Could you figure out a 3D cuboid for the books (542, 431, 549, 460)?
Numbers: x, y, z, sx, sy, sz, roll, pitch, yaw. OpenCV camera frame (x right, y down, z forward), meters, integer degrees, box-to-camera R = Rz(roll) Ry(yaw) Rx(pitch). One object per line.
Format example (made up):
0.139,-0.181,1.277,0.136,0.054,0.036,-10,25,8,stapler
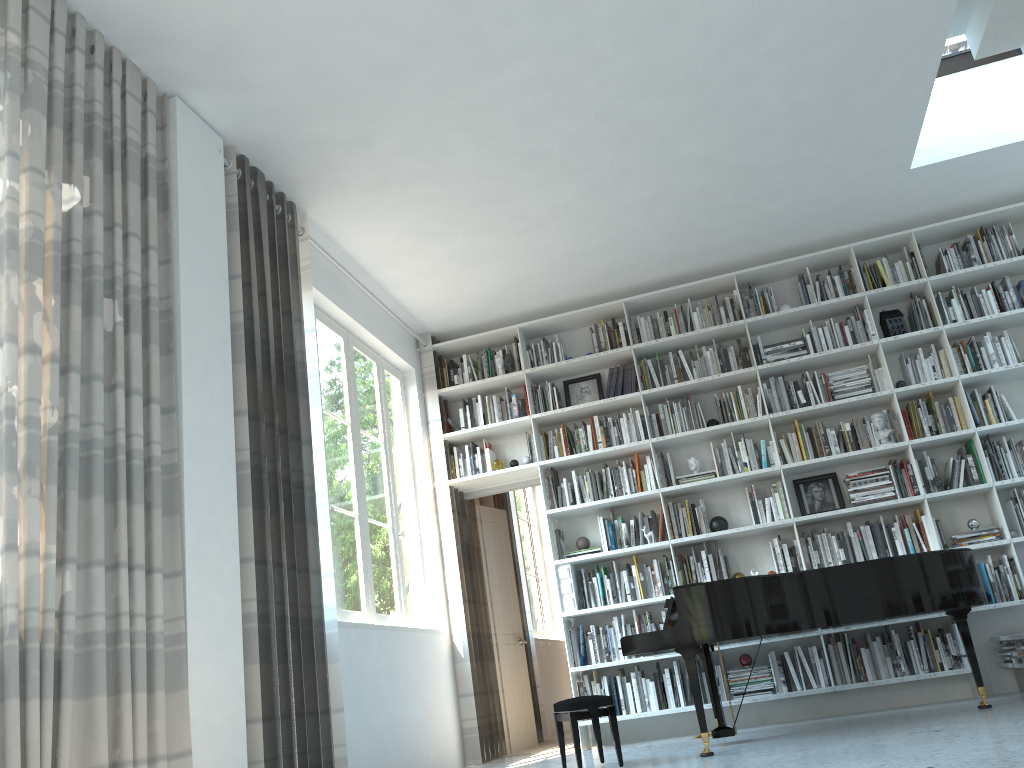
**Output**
0.274,0.502,6.785,0.012,0.262,0.181,-13,-19,12,books

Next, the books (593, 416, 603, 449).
0.670,0.398,6.688,0.030,0.284,0.185,-13,-19,12,books

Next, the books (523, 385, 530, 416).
0.136,0.168,6.935,0.014,0.293,0.173,-13,-19,12,books

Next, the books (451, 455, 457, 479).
-0.430,0.683,6.941,0.013,0.221,0.163,-13,-19,12,books

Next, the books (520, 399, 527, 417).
0.111,0.225,6.924,0.026,0.187,0.154,-13,-19,12,books

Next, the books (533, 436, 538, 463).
0.213,0.526,6.768,0.021,0.224,0.232,-13,-19,12,books

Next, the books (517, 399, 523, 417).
0.088,0.231,6.945,0.029,0.195,0.146,-13,-19,12,books

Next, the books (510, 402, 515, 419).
0.030,0.248,6.949,0.031,0.182,0.151,-13,-19,12,books

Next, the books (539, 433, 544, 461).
0.247,0.519,6.807,0.012,0.253,0.161,-13,-19,12,books

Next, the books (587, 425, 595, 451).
0.606,0.443,6.716,0.047,0.237,0.163,-13,-19,12,books

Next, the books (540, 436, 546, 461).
0.262,0.523,6.792,0.022,0.231,0.151,-13,-19,12,books

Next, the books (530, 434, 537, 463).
0.184,0.529,6.832,0.044,0.268,0.134,-13,-19,12,books

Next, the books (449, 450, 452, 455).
-0.461,0.661,6.944,0.011,0.271,0.189,-13,-19,12,books

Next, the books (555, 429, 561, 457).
0.371,0.484,6.771,0.010,0.262,0.151,-13,-19,12,books

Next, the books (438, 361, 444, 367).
-0.575,-0.032,7.202,0.012,0.306,0.181,-13,-19,12,books

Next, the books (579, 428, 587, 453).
0.555,0.461,6.716,0.031,0.216,0.173,-13,-19,12,books

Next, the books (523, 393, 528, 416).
0.130,0.202,6.940,0.014,0.235,0.144,-13,-19,12,books

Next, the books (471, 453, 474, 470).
-0.274,0.656,6.907,0.011,0.205,0.163,-13,-19,12,books

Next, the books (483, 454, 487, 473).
-0.183,0.649,6.903,0.029,0.190,0.135,-13,-19,12,books

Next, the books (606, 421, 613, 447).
0.749,0.411,6.675,0.013,0.231,0.172,-13,-19,12,books

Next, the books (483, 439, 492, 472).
-0.176,0.589,6.897,0.013,0.297,0.179,-13,-19,12,books

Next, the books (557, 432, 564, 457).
0.391,0.493,6.757,0.030,0.229,0.172,-13,-19,12,books

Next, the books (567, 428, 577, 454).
0.471,0.469,6.751,0.047,0.249,0.134,-13,-19,12,books

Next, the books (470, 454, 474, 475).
-0.285,0.662,6.932,0.023,0.213,0.141,-13,-19,12,books

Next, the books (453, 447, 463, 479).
-0.405,0.648,6.944,0.023,0.280,0.171,-13,-19,12,books

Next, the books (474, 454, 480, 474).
-0.245,0.655,6.895,0.024,0.192,0.181,-13,-19,12,books

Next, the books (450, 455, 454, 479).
-0.443,0.682,6.944,0.013,0.227,0.179,-13,-19,12,books

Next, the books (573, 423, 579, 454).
0.509,0.447,6.747,0.012,0.276,0.151,-13,-19,12,books

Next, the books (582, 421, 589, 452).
0.574,0.432,6.724,0.014,0.271,0.181,-13,-19,12,books

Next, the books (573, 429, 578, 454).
0.502,0.473,6.746,0.012,0.229,0.150,-13,-19,12,books

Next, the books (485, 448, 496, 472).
-0.154,0.621,6.866,0.029,0.210,0.187,-13,-19,12,books

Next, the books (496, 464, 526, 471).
0.019,0.662,6.826,0.285,0.012,0.160,-13,-20,14,books

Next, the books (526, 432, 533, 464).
0.150,0.522,6.821,0.012,0.284,0.160,-13,-19,12,books

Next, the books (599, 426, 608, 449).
0.703,0.433,6.664,0.029,0.194,0.192,-13,-19,12,books

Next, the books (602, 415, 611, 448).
0.730,0.393,6.698,0.025,0.285,0.161,-13,-19,12,books

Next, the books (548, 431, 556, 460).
0.314,0.501,6.791,0.062,0.257,0.153,-13,-19,12,books

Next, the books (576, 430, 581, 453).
0.523,0.468,6.723,0.014,0.217,0.164,-13,-19,12,books

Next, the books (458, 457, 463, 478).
-0.372,0.684,6.932,0.029,0.196,0.161,-13,-19,12,books

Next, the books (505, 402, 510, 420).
-0.008,0.253,6.969,0.029,0.197,0.144,-13,-19,12,books

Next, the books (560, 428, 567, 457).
0.411,0.477,6.755,0.014,0.251,0.187,-13,-19,12,books

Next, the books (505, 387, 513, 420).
-0.003,0.192,6.959,0.012,0.302,0.189,-13,-19,12,books

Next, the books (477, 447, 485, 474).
-0.222,0.622,6.878,0.021,0.236,0.189,-13,-19,12,books

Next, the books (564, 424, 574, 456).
0.437,0.457,6.745,0.011,0.276,0.164,-13,-19,12,books

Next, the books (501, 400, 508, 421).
-0.038,0.250,6.970,0.028,0.211,0.139,-13,-19,12,books

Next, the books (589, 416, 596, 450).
0.632,0.406,6.723,0.014,0.302,0.152,-13,-19,12,books

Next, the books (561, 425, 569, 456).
0.425,0.462,6.759,0.020,0.280,0.165,-13,-19,12,books

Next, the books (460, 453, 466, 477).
-0.358,0.667,6.924,0.010,0.219,0.182,-13,-19,12,books

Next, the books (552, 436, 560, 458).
0.354,0.514,6.749,0.026,0.194,0.176,-13,-19,12,books

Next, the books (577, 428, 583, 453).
0.536,0.462,6.728,0.011,0.228,0.171,-13,-19,12,books

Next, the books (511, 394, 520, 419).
0.050,0.213,6.930,0.029,0.228,0.192,-13,-19,12,books

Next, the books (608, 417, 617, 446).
0.770,0.397,6.688,0.029,0.260,0.158,-13,-19,12,books

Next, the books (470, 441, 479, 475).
-0.274,0.606,6.903,0.013,0.296,0.188,-13,-19,12,books

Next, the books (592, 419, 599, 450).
0.647,0.412,6.696,0.023,0.270,0.187,-13,-19,12,books

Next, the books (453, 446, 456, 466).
-0.417,0.648,6.972,0.013,0.301,0.135,-13,-19,12,books

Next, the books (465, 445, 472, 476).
-0.316,0.631,6.932,0.022,0.280,0.157,-13,-19,12,books

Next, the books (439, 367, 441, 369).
-0.556,0.000,7.201,0.011,0.240,0.151,-13,-19,12,books

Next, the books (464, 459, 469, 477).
-0.330,0.686,6.937,0.029,0.184,0.135,-13,-19,12,books
